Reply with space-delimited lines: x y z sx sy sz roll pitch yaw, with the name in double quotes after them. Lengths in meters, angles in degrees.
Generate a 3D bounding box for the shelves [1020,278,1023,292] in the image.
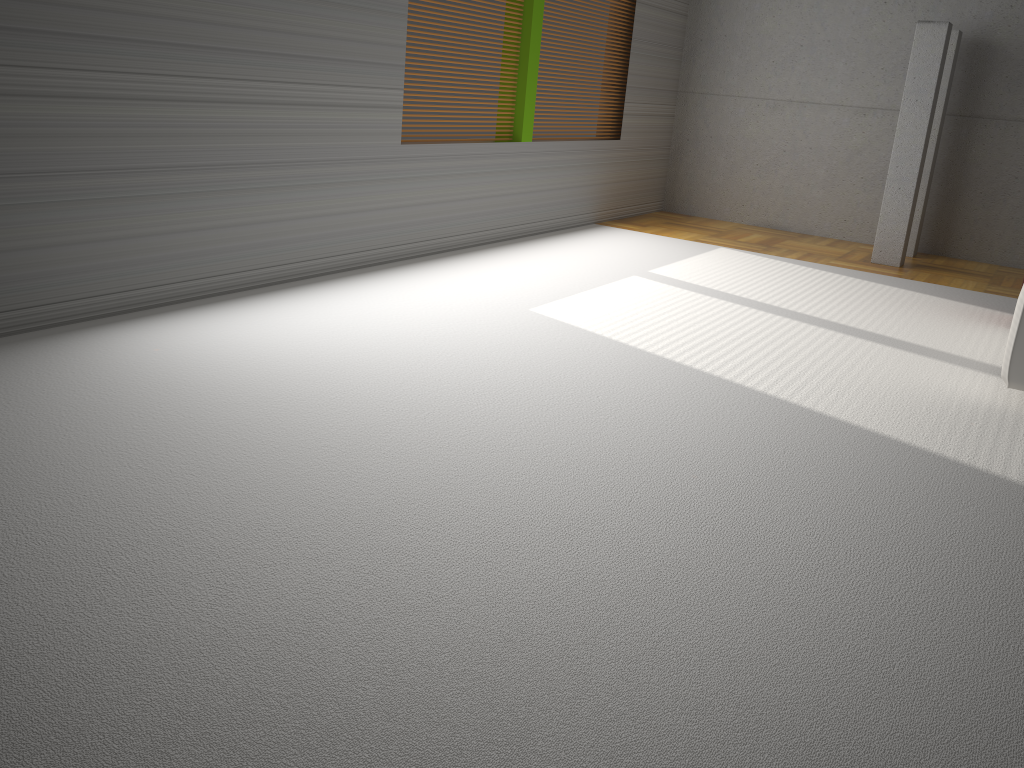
3.770 -0.401 4.267 2.270 0.701 0.405 16 19 30 "shelves"

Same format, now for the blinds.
0.084 -2.509 5.757 0.012 2.003 3.577 14 20 29 "blinds"

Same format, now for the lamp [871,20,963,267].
2.987 -1.752 6.517 0.202 1.658 0.807 14 18 29 "lamp"

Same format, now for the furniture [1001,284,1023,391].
3.217 -0.077 3.477 2.188 0.512 1.633 16 22 29 "furniture"
